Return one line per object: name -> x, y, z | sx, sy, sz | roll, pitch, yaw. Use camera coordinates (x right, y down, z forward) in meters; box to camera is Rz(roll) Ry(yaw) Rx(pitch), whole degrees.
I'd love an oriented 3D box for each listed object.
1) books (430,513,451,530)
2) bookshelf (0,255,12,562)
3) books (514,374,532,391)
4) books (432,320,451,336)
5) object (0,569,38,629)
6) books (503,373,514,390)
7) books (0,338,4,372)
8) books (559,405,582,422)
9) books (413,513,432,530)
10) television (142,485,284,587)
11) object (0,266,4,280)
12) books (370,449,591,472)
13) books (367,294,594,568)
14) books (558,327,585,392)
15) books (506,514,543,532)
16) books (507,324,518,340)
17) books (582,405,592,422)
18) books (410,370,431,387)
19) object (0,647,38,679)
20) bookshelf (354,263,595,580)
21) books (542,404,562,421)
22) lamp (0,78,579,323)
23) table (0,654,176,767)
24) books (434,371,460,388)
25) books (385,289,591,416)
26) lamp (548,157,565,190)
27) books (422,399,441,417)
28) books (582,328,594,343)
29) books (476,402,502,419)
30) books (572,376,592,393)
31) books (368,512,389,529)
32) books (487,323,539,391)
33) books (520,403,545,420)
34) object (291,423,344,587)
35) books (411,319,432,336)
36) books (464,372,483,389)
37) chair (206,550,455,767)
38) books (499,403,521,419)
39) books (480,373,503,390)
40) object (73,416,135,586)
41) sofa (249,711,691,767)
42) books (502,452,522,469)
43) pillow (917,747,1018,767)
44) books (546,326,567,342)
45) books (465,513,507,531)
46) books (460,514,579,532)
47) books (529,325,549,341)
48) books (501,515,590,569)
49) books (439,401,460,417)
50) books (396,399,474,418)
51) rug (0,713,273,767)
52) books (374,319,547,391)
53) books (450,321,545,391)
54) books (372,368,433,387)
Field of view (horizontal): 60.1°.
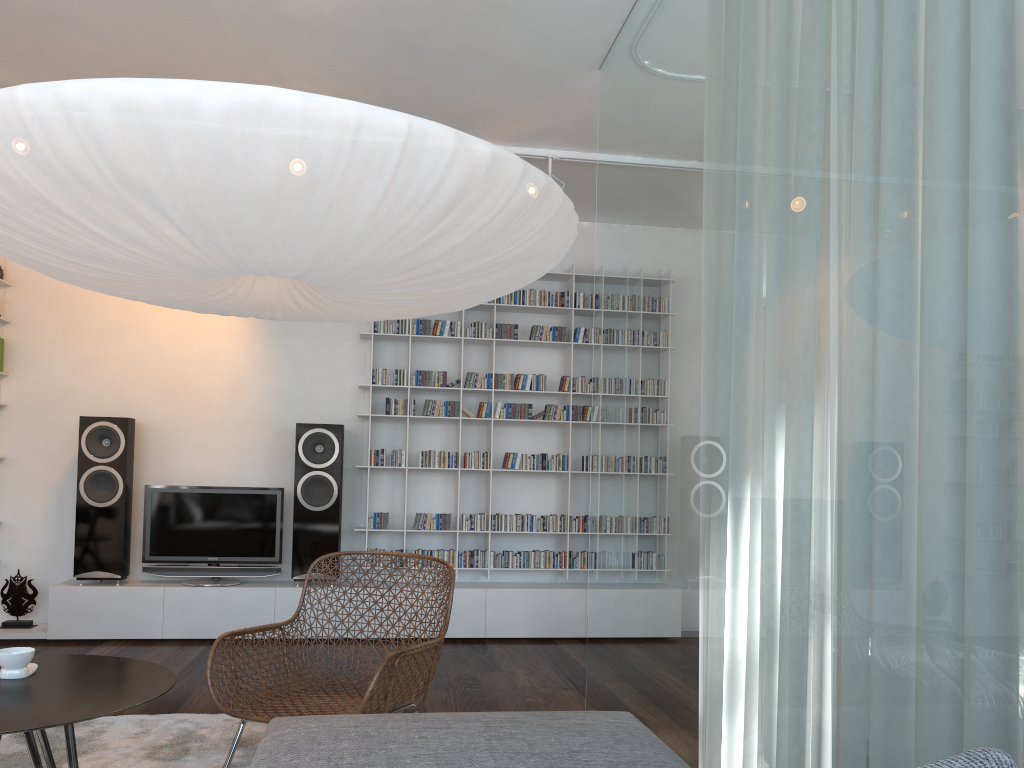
books -> -0.458, 0.886, 5.690 | 0.132, 0.104, 0.099 | 2, -4, -10
bookshelf -> -3.421, 0.099, 5.313 | 0.639, 2.068, 0.227 | 2, -2, -9
books -> 0.068, -0.007, 5.794 | 0.118, 0.108, 0.090 | 2, -4, -9
books -> -0.460, -0.354, 5.723 | 0.118, 0.108, 0.090 | 2, -4, -9
object -> -2.967, 1.287, 5.316 | 0.213, 0.349, 0.122 | 2, -2, -8
books -> -0.028, -0.010, 5.779 | 0.074, 0.108, 0.090 | 2, -4, -9
books -> -3.148, -0.180, 5.368 | 0.049, 0.213, 0.166 | 2, -3, -8
books -> 0.387, 0.197, 5.838 | 0.144, 0.104, 0.099 | 2, -4, -10
books -> -0.572, 0.881, 5.672 | 0.118, 0.108, 0.090 | 2, -4, -9
television -> -1.837, 0.933, 5.466 | 0.788, 0.599, 0.346 | 1, -3, 10
object -> -3.130, -0.678, 5.383 | 0.064, 0.100, 0.060 | 3, -3, -32
books -> 0.048, 0.505, 5.780 | 1.925, 0.114, 0.115 | 2, -4, -9
books -> 0.064, 0.289, 5.788 | 1.953, 1.814, 0.115 | 2, -2, -9
books -> 0.394, -0.156, 5.847 | 0.156, 0.430, 0.090 | 2, -2, -9
books -> 0.079, 0.905, 5.774 | 0.234, 0.112, 0.115 | 2, -4, -9
books -> -0.002, -0.333, 5.792 | 0.074, 0.104, 0.090 | 2, -4, -9
books -> 0.516, 0.200, 5.856 | 0.118, 0.108, 0.090 | 2, -4, -9
books -> -0.590, -0.031, 5.695 | 0.132, 0.104, 0.099 | 2, -4, -10
object -> -1.301, 0.735, 2.340 | 0.091, 0.069, 0.139 | 1, -5, 3
bookshelf -> 0.039, 0.238, 5.836 | 2.085, 2.068, 0.227 | 2, -2, -9
books -> 0.266, 0.190, 5.818 | 0.118, 0.108, 0.090 | 2, -4, -9
lamp -> -0.579, -0.312, 2.125 | 1.471, 0.209, 1.476 | -2, -7, 28
table -> -1.289, 0.989, 2.181 | 0.847, 0.471, 0.851 | 2, -5, -6
books -> -0.417, -0.023, 5.721 | 0.163, 0.106, 0.090 | 2, -4, -9
books -> -0.023, -0.194, 5.788 | 1.753, 0.855, 0.115 | 2, -2, -9
lamp -> 0.176, -1.096, 4.738 | 0.251, 0.239, 0.085 | 5, -4, -43
books -> -0.518, 0.157, 5.700 | 0.118, 0.108, 0.090 | 2, -4, -9
books -> 0.752, -0.049, 5.902 | 0.569, 0.624, 0.115 | 2, -2, -9
books -> -0.149, 0.174, 5.756 | 0.158, 0.110, 0.090 | 2, -4, -9
books -> 0.505, 0.010, 5.861 | 0.232, 0.112, 0.102 | 2, -4, -9
books -> -0.850, 0.870, 5.631 | 0.132, 0.104, 0.099 | 2, -4, -10
books -> 0.001, -0.169, 5.791 | 0.350, 0.430, 0.100 | 2, -2, -9
books -> 0.135, 0.187, 5.799 | 0.163, 0.106, 0.090 | 2, -4, -9
object -> -1.216, 0.757, 5.554 | 0.295, 0.999, 0.281 | 2, -2, -9
books -> -0.586, -0.358, 5.705 | 0.132, 0.104, 0.099 | 2, -4, -10
books -> -0.250, -0.019, 5.746 | 0.118, 0.108, 0.090 | 2, -4, -9
chair -> -0.619, 0.986, 3.210 | 0.718, 0.707, 0.688 | 0, -4, 24
books -> -0.014, 0.181, 5.777 | 0.132, 0.104, 0.099 | 2, -4, -10
books -> -0.132, -0.012, 5.764 | 0.139, 0.104, 0.100 | 2, -4, -10
object -> -2.454, 0.708, 5.367 | 0.295, 0.999, 0.281 | 2, -2, -9
sofa -> -1.025, 0.792, 1.181 | 3.068, 0.669, 2.049 | 2, -6, -9
books -> -0.001, 0.502, 5.769 | 0.118, 0.108, 0.090 | 2, -4, -9
pillow -> 0.276, 0.507, 0.815 | 0.347, 0.358, 0.517 | -1, -5, 31
books -> 0.289, -0.321, 5.837 | 0.132, 0.104, 0.099 | 2, -4, -10
books -> -0.172, 0.895, 5.735 | 0.268, 0.112, 0.100 | 2, -4, -10
books -> 0.050, 0.904, 5.769 | 0.765, 0.112, 0.115 | 2, -4, -9
books -> 0.175, -0.327, 5.819 | 0.118, 0.108, 0.090 | 2, -4, -9
books -> 0.490, 1.039, 5.832 | 1.133, 0.348, 0.115 | 2, -2, -9
books -> -0.405, 0.166, 5.718 | 0.132, 0.104, 0.099 | 2, -4, -10
books -> -0.495, 0.161, 5.703 | 0.503, 0.105, 0.090 | 2, -4, -9
rug -> -1.181, 1.234, 2.289 | 2.842, 0.012, 2.846 | 5, -7, -29
books -> -0.331, -0.184, 5.739 | 1.124, 0.430, 0.102 | 2, -2, -9
books -> -0.096, -0.178, 5.776 | 0.621, 0.437, 0.101 | 2, -2, -9
books -> -0.703, -0.035, 5.679 | 0.384, 0.104, 0.102 | 2, -4, -9
